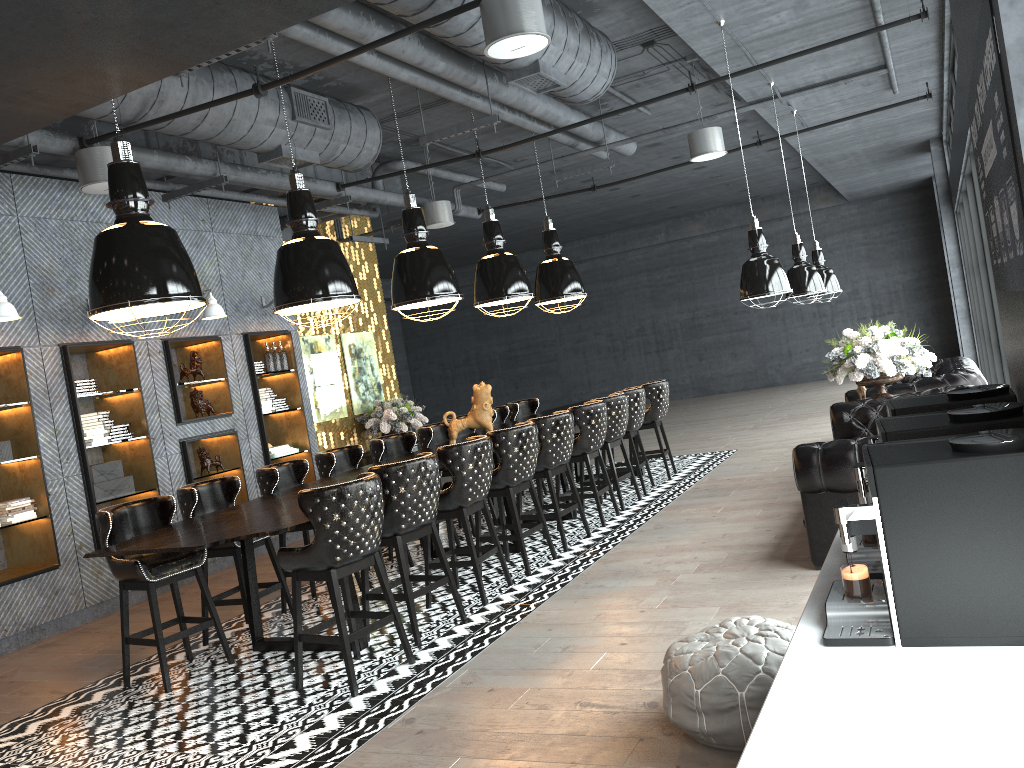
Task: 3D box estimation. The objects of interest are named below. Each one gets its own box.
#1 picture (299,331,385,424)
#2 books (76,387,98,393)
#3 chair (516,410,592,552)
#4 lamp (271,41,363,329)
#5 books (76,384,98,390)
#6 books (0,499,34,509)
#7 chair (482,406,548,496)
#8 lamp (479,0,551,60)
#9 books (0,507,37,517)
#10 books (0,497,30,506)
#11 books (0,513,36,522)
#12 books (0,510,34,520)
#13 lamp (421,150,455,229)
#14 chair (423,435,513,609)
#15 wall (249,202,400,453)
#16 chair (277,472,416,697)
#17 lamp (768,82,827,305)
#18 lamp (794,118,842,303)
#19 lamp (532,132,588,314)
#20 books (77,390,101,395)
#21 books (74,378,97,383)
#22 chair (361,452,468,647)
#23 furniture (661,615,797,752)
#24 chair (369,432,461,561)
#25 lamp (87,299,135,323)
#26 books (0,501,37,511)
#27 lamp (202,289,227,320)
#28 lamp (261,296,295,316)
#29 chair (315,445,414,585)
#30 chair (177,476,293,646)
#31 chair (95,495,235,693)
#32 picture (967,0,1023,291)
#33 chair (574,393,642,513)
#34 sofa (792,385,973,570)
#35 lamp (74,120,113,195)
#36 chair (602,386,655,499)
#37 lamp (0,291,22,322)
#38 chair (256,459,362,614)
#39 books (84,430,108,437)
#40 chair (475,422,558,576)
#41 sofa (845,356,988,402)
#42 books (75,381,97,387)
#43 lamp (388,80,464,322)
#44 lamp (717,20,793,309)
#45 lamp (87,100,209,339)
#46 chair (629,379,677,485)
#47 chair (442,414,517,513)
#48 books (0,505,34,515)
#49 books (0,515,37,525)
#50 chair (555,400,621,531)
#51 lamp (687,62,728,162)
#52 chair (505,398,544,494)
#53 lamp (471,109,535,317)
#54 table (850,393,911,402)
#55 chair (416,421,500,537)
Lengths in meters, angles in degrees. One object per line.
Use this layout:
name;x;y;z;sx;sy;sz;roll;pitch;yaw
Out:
picture;-2.166;-0.116;11.454;0.022;1.073;1.575;-9;1;26
books;-3.822;0.067;7.824;0.193;0.028;0.246;-9;2;37
chair;0.311;0.800;7.402;0.568;1.092;0.504;-9;1;31
lamp;-1.508;-1.534;6.125;0.622;2.302;0.621;-10;1;-19
books;-3.835;0.040;7.851;0.193;0.028;0.246;-9;2;34
books;-3.992;0.965;7.126;0.197;0.020;0.206;-9;2;28
chair;-0.020;0.794;9.991;0.568;1.092;0.504;-9;1;19
lamp;-0.055;-2.386;4.930;0.382;1.045;0.380;-10;1;-6
books;-3.975;1.029;7.116;0.205;0.019;0.264;-9;1;25
books;-4.018;0.948;7.131;0.185;0.024;0.212;-9;1;21
books;-3.974;1.071;7.119;0.158;0.021;0.224;-9;2;35
books;-3.978;1.050;7.117;0.202;0.022;0.228;-9;2;29
lamp;-0.938;-2.369;10.413;0.381;1.045;0.380;-9;1;37
chair;-0.338;0.939;6.151;0.568;1.092;0.504;-9;1;23
wall;-2.246;-0.499;11.479;0.024;4.382;2.447;-9;1;26
chair;-0.911;1.067;4.833;0.568;1.092;0.504;-9;1;35
lamp;2.681;-1.841;8.573;0.391;2.161;0.391;-10;1;-19
lamp;3.325;-1.977;9.906;0.391;2.153;0.391;-10;1;-19
lamp;0.391;-1.947;10.055;0.622;2.302;0.621;-10;1;-19
books;-3.805;0.092;7.850;0.193;0.028;0.246;-8;2;42
books;-3.858;-0.014;7.868;0.193;0.028;0.246;-9;1;26
chair;-0.657;1.008;5.514;0.568;1.092;0.504;-9;1;35
furniture;0.937;1.162;3.525;0.679;0.383;0.679;-9;1;26
chair;-0.920;0.993;7.981;0.568;1.092;0.504;-9;1;34
lamp;-3.509;-0.679;7.817;0.489;0.287;0.244;-8;1;42
books;-4.009;0.990;7.141;0.244;0.023;0.247;-9;1;11
lamp;-3.036;-0.779;8.794;0.489;0.287;0.244;-8;1;42
lamp;-2.534;-0.898;9.836;0.489;0.287;0.244;-8;1;42
chair;-1.272;1.066;7.400;0.568;1.092;0.504;-9;1;21
chair;-1.958;1.210;6.194;0.568;1.092;0.504;-9;1;23
chair;-2.188;1.266;5.481;0.568;1.092;0.504;-9;1;35
picture;1.339;-0.571;2.383;0.086;0.634;1.390;-9;1;26
chair;0.933;0.665;8.689;0.568;1.092;0.504;-9;1;30
sofa;2.774;0.549;6.194;1.239;0.838;2.568;-9;1;26
lamp;-3.018;-1.924;6.407;0.382;1.045;0.380;-10;1;-37
chair;1.199;0.605;9.339;0.568;1.092;0.504;-9;1;20
lamp;-3.989;-0.619;6.838;0.489;0.287;0.244;-8;1;42
chair;-1.578;1.133;6.768;0.568;1.092;0.504;-9;1;17
books;-3.716;0.443;7.820;0.245;0.028;0.194;-8;2;39
chair;-0.006;0.869;6.769;0.568;1.092;0.504;-9;1;29
sofa;4.193;0.241;9.130;1.239;0.838;2.568;-9;1;26
books;-3.847;0.013;7.857;0.193;0.028;0.246;-9;1;18
lamp;-0.875;-1.672;7.435;0.622;2.302;0.621;-10;1;-19
lamp;1.737;-1.636;6.620;0.391;2.161;0.391;-10;1;-19
lamp;-2.141;-1.396;4.816;0.622;2.302;0.621;-10;1;-19
chair;1.560;0.529;9.974;0.568;1.092;0.504;-9;1;19
chair;-0.371;0.868;9.369;0.568;1.092;0.504;-9;1;28
books;-3.991;1.010;7.115;0.197;0.023;0.248;-8;2;43
books;-3.961;1.089;7.122;0.167;0.023;0.228;-9;2;26
chair;0.658;0.727;8.061;0.568;1.092;0.504;-9;1;24
lamp;1.910;-2.805;8.994;0.381;1.030;0.380;-9;1;16
chair;0.287;0.727;10.639;0.568;1.092;0.504;-9;1;35
lamp;-0.242;-1.809;8.745;0.622;2.302;0.621;-10;1;-19
table;3.298;0.483;7.765;0.572;0.726;0.572;-10;1;-10
chair;-0.572;0.919;8.655;0.568;1.092;0.504;-9;1;28
